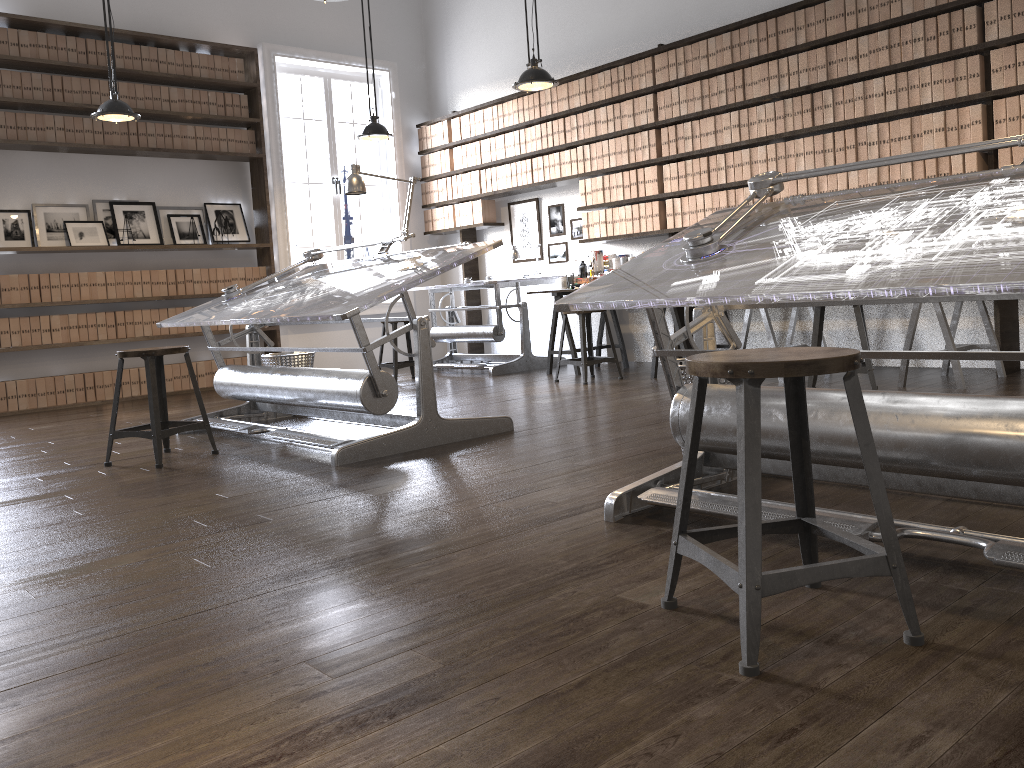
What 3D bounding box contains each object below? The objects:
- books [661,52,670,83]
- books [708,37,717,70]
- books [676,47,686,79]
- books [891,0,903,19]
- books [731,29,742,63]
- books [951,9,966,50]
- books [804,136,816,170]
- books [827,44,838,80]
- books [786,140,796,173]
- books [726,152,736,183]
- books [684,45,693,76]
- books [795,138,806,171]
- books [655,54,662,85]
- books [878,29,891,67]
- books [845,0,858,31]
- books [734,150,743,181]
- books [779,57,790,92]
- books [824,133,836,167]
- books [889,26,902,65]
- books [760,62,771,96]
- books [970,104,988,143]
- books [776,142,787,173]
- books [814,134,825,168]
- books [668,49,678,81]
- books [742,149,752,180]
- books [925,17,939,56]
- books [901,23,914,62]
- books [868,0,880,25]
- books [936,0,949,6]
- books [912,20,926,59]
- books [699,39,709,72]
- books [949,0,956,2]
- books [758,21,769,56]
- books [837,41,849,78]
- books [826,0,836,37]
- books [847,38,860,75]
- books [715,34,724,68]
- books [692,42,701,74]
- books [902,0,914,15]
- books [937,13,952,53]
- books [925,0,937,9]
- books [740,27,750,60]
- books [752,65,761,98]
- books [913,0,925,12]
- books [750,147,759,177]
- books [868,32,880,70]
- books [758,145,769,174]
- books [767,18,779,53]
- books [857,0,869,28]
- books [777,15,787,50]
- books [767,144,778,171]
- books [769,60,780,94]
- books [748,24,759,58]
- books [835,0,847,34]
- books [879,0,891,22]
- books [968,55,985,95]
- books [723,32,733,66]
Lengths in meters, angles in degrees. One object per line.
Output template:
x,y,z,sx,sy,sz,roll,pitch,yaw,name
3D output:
1.213,-2.387,6.709,0.175,0.225,0.067,-7,5,-41,books
1.497,-2.373,6.390,0.175,0.225,0.067,-7,5,-41,books
1.311,-2.382,6.602,0.175,0.225,0.067,-7,5,-41,books
2.374,-2.328,5.390,0.175,0.225,0.067,-7,5,-41,books
1.630,-2.367,6.244,0.175,0.225,0.067,-7,5,-41,books
2.624,-2.041,5.148,0.175,0.225,0.067,-7,5,-41,books
2.024,-1.524,5.890,0.175,0.225,0.067,-7,5,-41,books
2.115,-2.067,5.728,0.175,0.225,0.067,-7,5,-41,books
1.935,-1.530,6.002,0.175,0.225,0.067,-7,5,-41,books
1.617,-1.546,6.362,0.175,0.225,0.067,-7,5,-41,books
1.360,-2.380,6.552,0.175,0.225,0.067,-7,5,-41,books
1.979,-1.527,5.947,0.175,0.225,0.067,-7,5,-41,books
1.174,-2.389,6.759,0.175,0.225,0.067,-7,5,-41,books
2.336,-2.055,5.466,0.175,0.225,0.067,-7,5,-41,books
2.186,-2.337,5.601,0.175,0.225,0.067,-7,5,-41,books
1.664,-1.543,6.309,0.175,0.225,0.067,-7,5,-41,books
1.884,-2.079,5.985,0.175,0.225,0.067,-7,5,-41,books
2.117,-1.520,5.791,0.175,0.225,0.067,-7,5,-41,books
2.385,-2.054,5.419,0.175,0.225,0.067,-7,5,-41,books
1.786,-2.083,6.092,0.175,0.225,0.067,-7,5,-41,books
2.712,-1.489,5.108,0.175,0.225,0.067,-7,5,-41,books
1.888,-1.532,6.053,0.175,0.225,0.067,-7,5,-41,books
2.072,-1.521,5.836,0.175,0.225,0.067,-7,5,-41,books
1.261,-2.384,6.654,0.175,0.225,0.067,-7,5,-41,books
1.704,-1.540,6.254,0.175,0.225,0.067,-7,5,-41,books
2.526,-2.047,5.260,0.175,0.225,0.067,-7,5,-41,books
2.432,-2.051,5.366,0.175,0.225,0.067,-7,5,-41,books
2.285,-2.333,5.499,0.175,0.225,0.067,-7,5,-41,books
2.555,-2.320,5.191,0.175,0.225,0.067,-7,5,-41,books
2.476,-2.048,5.310,0.175,0.225,0.067,-7,5,-41,books
1.448,-2.375,6.443,0.175,0.225,0.067,-7,5,-41,books
2.602,-2.317,5.138,0.175,0.225,0.067,-7,5,-41,books
1.771,-2.359,6.084,0.175,0.225,0.067,-7,5,-41,books
2.160,-2.065,5.674,0.175,0.225,0.067,-7,5,-41,books
2.100,-2.342,5.706,0.175,0.225,0.067,-7,5,-41,books
2.204,-2.062,5.618,0.175,0.225,0.067,-7,5,-41,books
1.540,-2.371,6.344,0.175,0.225,0.067,-7,5,-41,books
1.405,-2.378,6.499,0.175,0.225,0.067,-7,5,-41,books
2.423,-2.326,5.337,0.175,0.225,0.067,-7,5,-41,books
2.571,-2.043,5.200,0.175,0.225,0.067,-7,5,-41,books
2.506,-2.321,5.238,0.175,0.225,0.067,-7,5,-41,books
1.676,-2.364,6.191,0.175,0.225,0.067,-7,5,-41,books
1.747,-2.086,6.142,0.175,0.225,0.067,-7,5,-41,books
2.466,-2.324,5.291,0.175,0.225,0.067,-7,5,-41,books
1.752,-1.539,6.207,0.175,0.225,0.067,-7,5,-41,books
2.295,-2.058,5.519,0.175,0.225,0.067,-7,5,-41,books
1.792,-1.536,6.159,0.175,0.225,0.067,-7,5,-41,books
1.816,-2.356,6.024,0.175,0.225,0.067,-7,5,-41,books
2.236,-2.335,5.549,0.175,0.225,0.067,-7,5,-41,books
1.869,-2.354,5.972,0.175,0.225,0.067,-7,5,-41,books
1.839,-1.534,6.103,0.175,0.225,0.067,-7,5,-41,books
1.833,-2.081,6.037,0.175,0.225,0.067,-7,5,-41,books
1.720,-2.361,6.135,0.175,0.225,0.067,-7,5,-41,books
2.138,-2.340,5.656,0.175,0.225,0.067,-7,5,-41,books
2.330,-2.331,5.446,0.175,0.225,0.067,-7,5,-41,books
2.696,-1.765,5.099,0.175,0.225,0.067,-7,5,-41,books
1.581,-2.368,6.291,0.175,0.225,0.067,-7,5,-41,books
